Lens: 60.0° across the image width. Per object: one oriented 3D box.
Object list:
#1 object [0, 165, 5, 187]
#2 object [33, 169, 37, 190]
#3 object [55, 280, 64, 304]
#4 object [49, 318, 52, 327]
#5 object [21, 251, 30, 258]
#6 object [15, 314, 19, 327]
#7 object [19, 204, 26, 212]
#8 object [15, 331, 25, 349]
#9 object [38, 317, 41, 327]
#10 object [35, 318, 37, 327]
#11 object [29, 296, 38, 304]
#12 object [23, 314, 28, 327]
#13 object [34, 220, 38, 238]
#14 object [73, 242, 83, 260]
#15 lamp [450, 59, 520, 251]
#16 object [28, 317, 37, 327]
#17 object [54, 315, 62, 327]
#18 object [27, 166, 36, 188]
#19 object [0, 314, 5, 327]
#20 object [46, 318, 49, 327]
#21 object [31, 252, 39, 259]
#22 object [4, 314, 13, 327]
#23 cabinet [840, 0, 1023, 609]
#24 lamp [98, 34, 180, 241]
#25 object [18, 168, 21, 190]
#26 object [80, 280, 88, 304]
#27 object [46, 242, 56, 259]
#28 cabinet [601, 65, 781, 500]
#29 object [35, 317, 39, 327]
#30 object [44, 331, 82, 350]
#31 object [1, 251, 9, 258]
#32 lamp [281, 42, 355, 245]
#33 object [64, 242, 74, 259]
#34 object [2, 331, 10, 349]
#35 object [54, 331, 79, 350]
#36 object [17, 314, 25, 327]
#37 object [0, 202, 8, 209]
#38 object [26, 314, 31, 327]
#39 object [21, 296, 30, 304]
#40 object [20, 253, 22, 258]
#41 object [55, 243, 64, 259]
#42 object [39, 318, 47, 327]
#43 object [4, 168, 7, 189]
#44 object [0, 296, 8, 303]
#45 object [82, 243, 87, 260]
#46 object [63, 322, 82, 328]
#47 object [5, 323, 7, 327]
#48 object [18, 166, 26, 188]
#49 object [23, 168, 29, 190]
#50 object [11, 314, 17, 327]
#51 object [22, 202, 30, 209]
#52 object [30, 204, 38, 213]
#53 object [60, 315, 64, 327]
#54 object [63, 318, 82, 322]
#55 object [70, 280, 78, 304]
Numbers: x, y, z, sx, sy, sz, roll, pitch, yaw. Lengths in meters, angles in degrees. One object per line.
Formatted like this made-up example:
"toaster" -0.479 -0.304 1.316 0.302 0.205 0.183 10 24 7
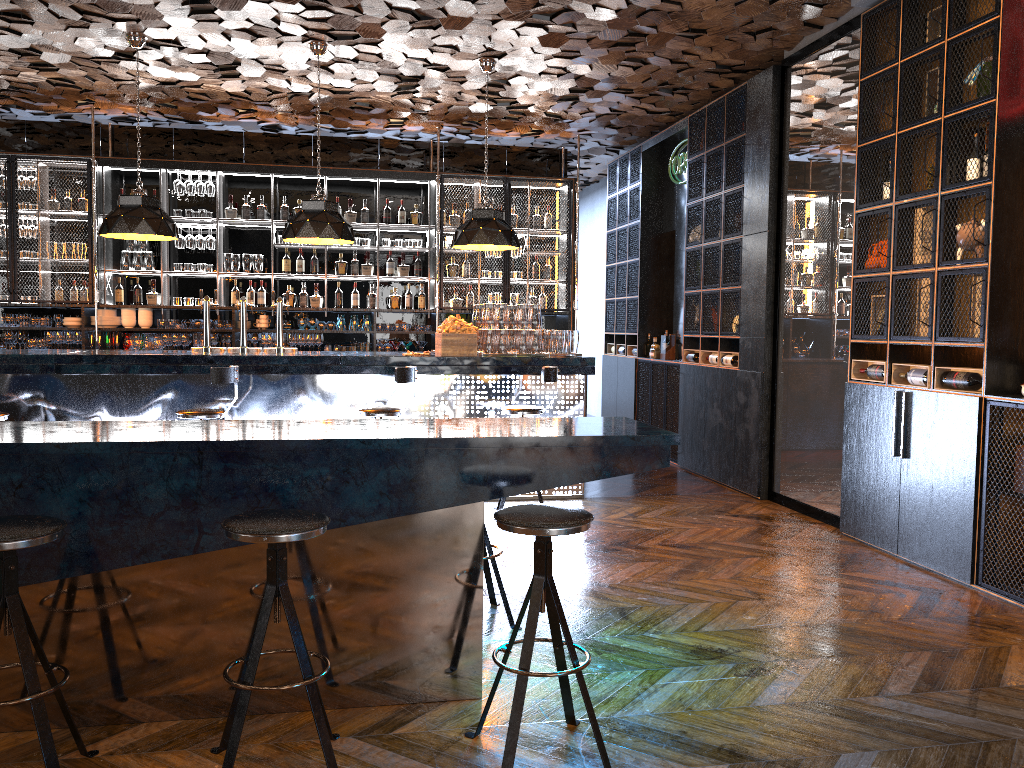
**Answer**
"object" -5.204 -2.123 9.055 0.081 0.213 0.081 0 4 -6
"object" -4.965 -2.133 9.249 0.081 0.213 0.081 0 4 -6
"object" -4.751 -0.964 9.310 0.075 0.261 0.075 4 5 37
"object" -4.883 -0.647 9.336 0.078 0.099 0.078 -3 5 -44
"object" -5.012 -1.331 9.138 0.077 0.080 0.077 0 4 -16
"object" -5.173 -0.665 9.277 0.081 0.132 0.081 -2 5 -39
"object" -5.111 -1.838 9.262 0.077 0.080 0.077 4 5 44
"object" -5.064 -0.432 9.127 0.088 0.229 0.077 0 4 -12
"object" -4.978 -0.649 9.317 0.078 0.103 0.078 3 4 32
"object" -4.941 -0.637 9.145 0.078 0.103 0.078 3 4 32
"object" -4.979 -0.871 9.230 0.077 0.080 0.077 -1 4 -23
"object" -5.022 -0.652 9.130 0.074 0.131 0.074 1 4 2
"object" -4.971 -1.634 9.282 0.081 0.213 0.081 0 4 -6
"object" -4.533 -1.385 9.267 0.092 0.182 0.092 0 4 -16
"lamp" -0.219 -1.948 7.557 0.582 1.564 0.607 0 4 -11
"object" -4.902 -0.632 9.067 0.078 0.103 0.078 3 4 32
"object" -4.709 -0.652 9.192 0.074 0.131 0.074 1 4 2
"object" -4.937 -2.123 9.108 0.081 0.213 0.081 0 4 -6
"object" -5.215 -0.652 9.067 0.081 0.132 0.081 -2 5 -39
"object" -4.871 -0.642 9.253 0.078 0.099 0.078 -3 5 -44
"object" -5.003 -1.342 9.300 0.077 0.080 0.077 0 4 -16
"object" -5.124 -0.648 9.032 0.081 0.132 0.081 -2 5 -39
"cabinet" 2.996 -0.573 3.915 0.691 3.514 4.416 0 4 -11
"lamp" -2.955 -1.947 7.009 0.582 1.564 0.607 0 4 -11
"object" -5.138 -2.133 9.215 0.081 0.213 0.081 0 4 -6
"object" -4.515 -0.965 9.358 0.075 0.260 0.075 4 5 37
"object" -4.789 -1.385 9.213 0.092 0.182 0.092 0 4 -16
"cabinet" 1.900 -0.942 9.411 0.691 3.514 4.416 0 4 -11
"object" -4.961 -0.643 9.234 0.078 0.103 0.078 3 4 32
"object" -4.648 -0.432 9.224 0.376 0.227 0.186 0 4 -13
"object" -5.251 -1.337 9.183 0.077 0.080 0.077 1 4 1
"lamp" -1.564 -1.940 7.166 0.582 1.564 0.607 0 4 -11
"object" -4.630 -1.386 9.269 0.092 0.182 0.092 0 4 -16
"object" -5.147 -0.427 9.022 0.088 0.229 0.077 1 4 2
"object" -4.686 -0.445 9.416 0.376 0.227 0.186 0 4 -13
"object" -5.007 -0.646 9.044 0.074 0.131 0.074 1 4 2
"object" -5.241 -1.832 9.148 0.077 0.080 0.077 -1 4 -21
"object" -5.039 -0.658 9.215 0.074 0.131 0.074 1 4 2
"object" -5.081 -0.875 9.265 0.077 0.080 0.077 4 5 44
"object" -5.105 -1.341 9.273 0.077 0.080 0.077 4 5 43
"object" -4.754 -1.391 9.323 0.092 0.182 0.092 0 4 -16
"object" -4.803 -0.630 9.080 0.078 0.099 0.078 -3 5 -44
"object" -5.232 -2.133 9.196 0.081 0.213 0.081 0 4 -6
"object" -5.244 -0.870 9.158 0.077 0.080 0.077 3 4 28
"object" -4.541 -1.391 9.362 0.092 0.182 0.092 0 4 -16
"object" -4.546 -0.617 9.206 0.209 0.060 0.211 4 5 38
"object" -5.245 -0.661 9.210 0.081 0.132 0.081 -2 5 -39
"object" -5.025 -2.123 9.091 0.081 0.213 0.081 0 4 -6
"object" -5.053 -2.133 9.232 0.081 0.213 0.081 0 4 -6
"object" -5.151 -0.656 9.149 0.081 0.132 0.081 -2 5 -39
"object" -5.001 -1.828 9.131 0.077 0.080 0.077 2 4 24
"object" -5.006 -1.839 9.293 0.077 0.080 0.077 2 4 24
"object" -4.772 -0.664 9.359 0.074 0.131 0.074 1 4 2
"object" -4.544 -0.658 9.203 0.211 0.060 0.209 3 4 33
"object" -4.621 -0.966 9.359 0.075 0.260 0.075 4 5 37
